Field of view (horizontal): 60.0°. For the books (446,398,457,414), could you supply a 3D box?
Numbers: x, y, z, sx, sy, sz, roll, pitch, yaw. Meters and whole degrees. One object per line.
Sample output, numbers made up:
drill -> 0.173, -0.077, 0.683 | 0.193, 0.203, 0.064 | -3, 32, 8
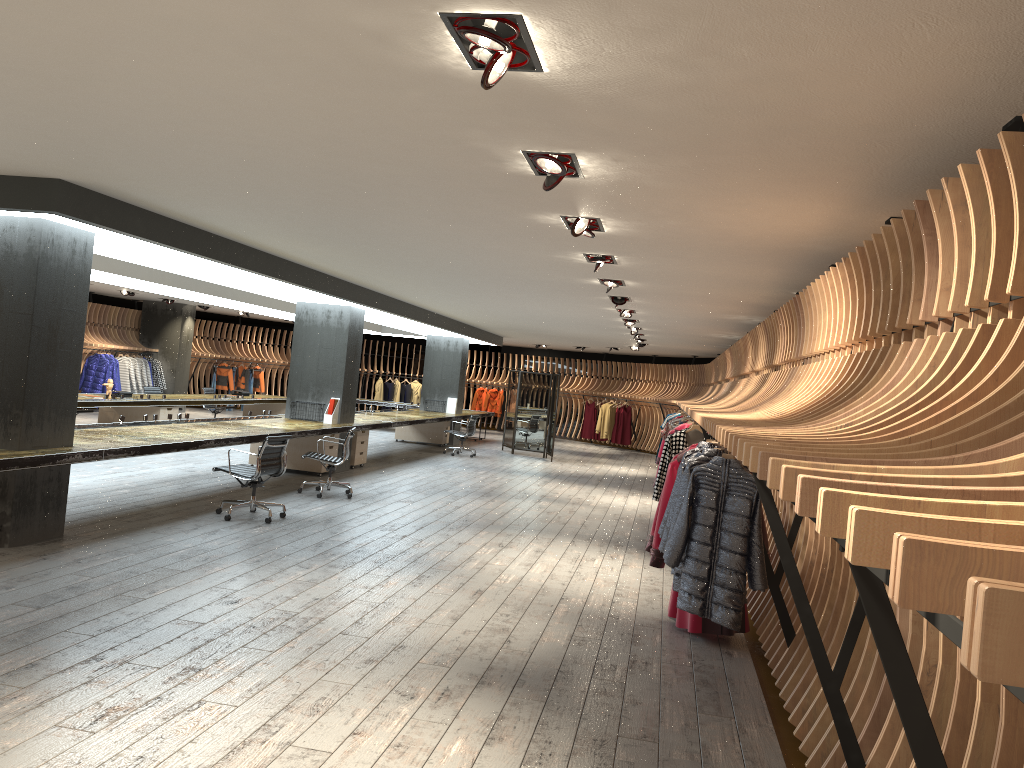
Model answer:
books -> -1.414, 0.513, 20.691 | 0.215, 0.368, 0.073 | 6, -1, 10

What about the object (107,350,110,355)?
object -> -9.402, -0.666, 20.657 | 0.525, 0.270, 0.012 | 6, -1, 10

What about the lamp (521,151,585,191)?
lamp -> 0.222, -1.164, 4.577 | 0.269, 0.302, 0.492 | 6, 0, 10

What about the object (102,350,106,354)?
object -> -9.418, -0.658, 20.478 | 0.523, 0.291, 0.012 | 6, -1, 10

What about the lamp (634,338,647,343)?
lamp -> 2.709, -0.974, 18.707 | 0.269, 0.294, 0.492 | 6, 0, 10

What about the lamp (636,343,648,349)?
lamp -> 2.983, -0.954, 20.278 | 0.269, 0.291, 0.492 | 6, 0, 6

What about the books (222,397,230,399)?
books -> -5.551, 0.273, 17.246 | 0.155, 0.025, 0.110 | 6, 0, 5

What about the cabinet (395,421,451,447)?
cabinet -> -2.057, 1.061, 20.432 | 1.132, 0.630, 0.593 | 6, 0, 10

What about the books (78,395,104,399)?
books -> -6.548, 0.194, 13.730 | 0.366, 0.026, 0.213 | 6, 0, 20

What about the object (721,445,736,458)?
object -> 1.252, 0.421, 5.260 | 0.439, 0.242, 0.016 | 6, -1, 35

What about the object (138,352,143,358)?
object -> -9.201, -0.651, 21.982 | 0.525, 0.270, 0.012 | 6, -1, 10

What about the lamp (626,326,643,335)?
lamp -> 2.156, -1.014, 15.567 | 0.269, 0.301, 0.492 | 6, 0, 10

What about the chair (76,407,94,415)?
chair -> -7.218, 0.460, 14.387 | 0.667, 0.860, 0.693 | 6, 0, 1

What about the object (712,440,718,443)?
object -> 1.328, 0.420, 5.786 | 0.010, 0.226, 0.440 | 6, 0, -30

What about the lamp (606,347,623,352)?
lamp -> 2.696, -0.993, 23.416 | 0.269, 0.292, 0.493 | 6, 0, -22

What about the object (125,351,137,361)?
object -> -9.256, -0.635, 21.340 | 0.518, 0.313, 0.012 | 6, -1, 10

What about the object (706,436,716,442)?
object -> 1.453, 0.455, 6.457 | 0.525, 0.270, 0.012 | 6, -1, 40

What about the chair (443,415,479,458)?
chair -> -1.064, 1.051, 18.410 | 0.668, 0.860, 0.693 | 6, 0, 6

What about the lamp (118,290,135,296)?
lamp -> -8.491, -2.083, 19.596 | 0.269, 0.286, 0.492 | 6, 0, 10

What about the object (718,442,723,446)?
object -> 1.289, 0.417, 5.553 | 0.440, 0.226, 0.010 | 6, -1, 0

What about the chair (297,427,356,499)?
chair -> -2.305, 0.955, 11.094 | 0.667, 0.860, 0.693 | 6, 0, -14

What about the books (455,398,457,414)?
books -> -1.401, 0.514, 20.760 | 0.215, 0.368, 0.047 | 6, -1, 10

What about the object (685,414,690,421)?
object -> 2.697, 0.552, 13.651 | 0.012, 0.270, 0.525 | 6, 0, -40

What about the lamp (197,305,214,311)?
lamp -> -7.881, -2.031, 22.723 | 0.269, 0.292, 0.492 | 6, 0, 17

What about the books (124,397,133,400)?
books -> -6.111, 0.229, 14.077 | 0.155, 0.025, 0.110 | 6, 0, 5

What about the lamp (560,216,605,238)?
lamp -> 0.498, -1.146, 6.147 | 0.269, 0.294, 0.492 | 6, 0, 10

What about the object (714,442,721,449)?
object -> 1.195, 0.413, 5.110 | 0.440, 0.226, 0.010 | 6, -1, 35

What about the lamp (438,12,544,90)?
lamp -> -0.055, -1.187, 3.007 | 0.269, 0.298, 0.492 | 6, 0, 10

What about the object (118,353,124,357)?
object -> -9.297, -0.638, 21.108 | 0.518, 0.313, 0.012 | 6, -1, 10

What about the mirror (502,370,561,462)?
mirror -> 0.446, 0.673, 19.941 | 0.442, 1.892, 2.113 | 6, -1, -39

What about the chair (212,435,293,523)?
chair -> -2.657, 0.928, 9.048 | 0.668, 0.860, 0.693 | 6, 0, 6

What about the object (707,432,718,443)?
object -> 1.412, 0.463, 6.186 | 0.523, 0.291, 0.015 | 6, -1, 20

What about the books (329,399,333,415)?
books -> -2.690, 0.410, 13.306 | 0.048, 0.368, 0.215 | 5, -1, 10

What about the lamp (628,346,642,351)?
lamp -> 3.052, -0.955, 21.869 | 0.269, 0.287, 0.493 | 6, 0, -10

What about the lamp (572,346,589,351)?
lamp -> 1.949, -1.071, 24.814 | 0.269, 0.294, 0.493 | 6, 0, -35

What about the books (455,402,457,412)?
books -> -1.409, 0.513, 20.718 | 0.215, 0.368, 0.075 | 6, -1, 10

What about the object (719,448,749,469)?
object -> 1.203, 0.422, 4.986 | 0.438, 0.244, 0.010 | 6, -1, 10

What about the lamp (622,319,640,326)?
lamp -> 1.880, -1.038, 13.997 | 0.269, 0.296, 0.492 | 6, 0, 10

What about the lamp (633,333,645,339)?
lamp -> 2.434, -0.999, 17.137 | 0.269, 0.286, 0.492 | 6, 0, 10

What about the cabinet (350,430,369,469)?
cabinet -> -2.986, 0.991, 14.449 | 1.132, 0.630, 0.593 | 6, 0, 10

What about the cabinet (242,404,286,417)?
cabinet -> -5.520, 0.721, 20.357 | 1.132, 0.630, 0.593 | 6, 0, 10

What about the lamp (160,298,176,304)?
lamp -> -8.215, -2.058, 21.166 | 0.269, 0.292, 0.492 | 6, 0, 10

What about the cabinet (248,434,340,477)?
cabinet -> -3.220, 0.973, 13.117 | 1.132, 0.630, 0.593 | 6, 0, 10

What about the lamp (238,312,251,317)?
lamp -> -7.299, -1.977, 24.196 | 0.269, 0.296, 0.492 | 5, 0, 30

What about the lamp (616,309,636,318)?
lamp -> 1.604, -1.065, 12.427 | 0.269, 0.284, 0.492 | 6, 0, 10

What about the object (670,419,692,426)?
object -> 2.668, 0.550, 13.440 | 0.525, 0.270, 0.012 | 6, -1, 10

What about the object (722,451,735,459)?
object -> 1.127, 0.409, 4.628 | 0.010, 0.226, 0.440 | 6, 0, -40

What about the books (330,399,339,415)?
books -> -2.668, 0.412, 13.303 | 0.048, 0.368, 0.215 | 5, -1, 10

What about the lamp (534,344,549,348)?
lamp -> 0.864, -1.183, 25.968 | 0.493, 0.292, 0.269 | 6, 0, 43

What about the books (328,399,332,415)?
books -> -2.711, 0.407, 13.310 | 0.048, 0.368, 0.215 | 5, -1, 10

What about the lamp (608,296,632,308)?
lamp -> 1.328, -1.083, 10.857 | 0.269, 0.291, 0.492 | 6, 0, 10

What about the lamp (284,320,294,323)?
lamp -> -6.349, -1.890, 25.461 | 0.269, 0.293, 0.492 | 5, 0, 42

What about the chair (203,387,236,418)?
chair -> -6.355, 0.528, 19.163 | 0.667, 0.860, 0.693 | 6, 0, -4

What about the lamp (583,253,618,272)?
lamp -> 0.775, -1.124, 7.717 | 0.269, 0.295, 0.492 | 6, 0, 10

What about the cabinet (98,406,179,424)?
cabinet -> -6.420, 0.651, 15.231 | 1.132, 0.630, 0.593 | 6, 0, 10

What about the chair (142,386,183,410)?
chair -> -6.728, 0.499, 16.985 | 0.668, 0.860, 0.693 | 6, 0, 6

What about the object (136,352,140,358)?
object -> -9.180, -0.629, 21.775 | 0.518, 0.313, 0.012 | 6, -1, 10

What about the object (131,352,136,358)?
object -> -9.211, -0.631, 21.599 | 0.518, 0.313, 0.012 | 6, -1, 10

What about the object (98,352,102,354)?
object -> -9.476, -0.659, 20.345 | 0.523, 0.292, 0.012 | 6, -1, 10

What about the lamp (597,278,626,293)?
lamp -> 1.051, -1.103, 9.287 | 0.269, 0.294, 0.492 | 6, 0, 10
